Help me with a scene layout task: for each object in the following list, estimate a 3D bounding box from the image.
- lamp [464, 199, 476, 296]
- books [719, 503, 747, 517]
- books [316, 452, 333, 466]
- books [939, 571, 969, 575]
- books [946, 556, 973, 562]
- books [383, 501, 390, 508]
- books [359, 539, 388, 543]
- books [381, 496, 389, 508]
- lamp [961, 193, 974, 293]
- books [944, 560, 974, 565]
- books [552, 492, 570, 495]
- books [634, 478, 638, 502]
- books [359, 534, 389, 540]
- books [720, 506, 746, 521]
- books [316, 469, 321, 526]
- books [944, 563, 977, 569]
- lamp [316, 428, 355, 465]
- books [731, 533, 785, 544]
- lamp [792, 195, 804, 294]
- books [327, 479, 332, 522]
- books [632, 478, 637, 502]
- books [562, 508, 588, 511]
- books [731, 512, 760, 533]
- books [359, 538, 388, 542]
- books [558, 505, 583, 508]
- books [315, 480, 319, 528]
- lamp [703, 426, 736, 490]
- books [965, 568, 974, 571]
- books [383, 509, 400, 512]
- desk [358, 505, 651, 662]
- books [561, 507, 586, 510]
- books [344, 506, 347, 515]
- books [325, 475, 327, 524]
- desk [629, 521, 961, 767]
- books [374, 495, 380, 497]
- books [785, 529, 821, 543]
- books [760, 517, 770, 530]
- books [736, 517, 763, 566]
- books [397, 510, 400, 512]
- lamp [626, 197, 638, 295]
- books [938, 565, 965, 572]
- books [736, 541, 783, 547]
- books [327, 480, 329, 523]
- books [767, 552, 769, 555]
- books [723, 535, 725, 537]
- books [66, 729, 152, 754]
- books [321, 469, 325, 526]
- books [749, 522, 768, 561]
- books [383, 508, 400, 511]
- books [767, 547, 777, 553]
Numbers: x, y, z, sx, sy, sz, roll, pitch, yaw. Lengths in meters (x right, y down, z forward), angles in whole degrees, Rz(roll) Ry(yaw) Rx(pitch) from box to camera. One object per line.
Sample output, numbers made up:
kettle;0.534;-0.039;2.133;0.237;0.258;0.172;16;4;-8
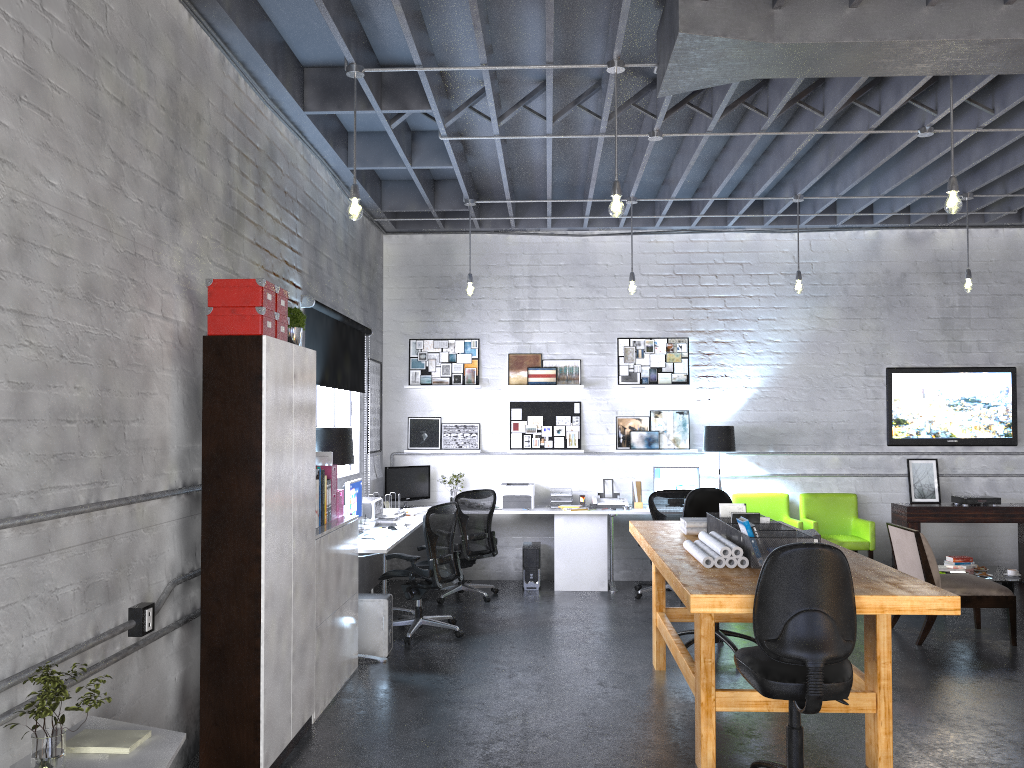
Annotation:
lamp;-0.381;-1.234;8.062;0.104;0.878;0.104;0;-2;2
books;1.391;0.857;5.573;0.171;0.210;0.046;0;-2;2
books;-1.258;0.572;5.764;0.192;0.267;0.060;0;-2;2
books;3.869;1.664;7.805;0.174;0.045;0.240;0;-3;-8
books;4.083;1.598;8.098;0.185;0.041;0.129;0;-2;-3
books;-1.213;1.179;8.613;0.037;0.076;0.102;-1;-2;17
books;-1.039;1.145;6.494;0.213;0.012;0.158;-1;-3;27
books;-1.236;1.148;8.612;0.017;0.121;0.184;-1;-2;17
lamp;4.050;-1.250;7.880;0.104;0.878;0.104;1;-2;-44
books;4.085;1.631;8.104;0.208;0.024;0.144;0;-3;-13
books;0.506;1.127;9.135;0.134;0.008;0.203;1;-3;-14
books;1.264;1.112;9.076;0.043;0.296;0.210;0;-2;2
books;-1.038;1.122;6.501;0.212;0.010;0.171;-1;-3;29
books;1.387;0.862;5.542;0.158;0.199;0.082;0;-2;2
books;-1.254;0.691;5.398;0.176;0.346;0.053;0;-2;2
books;4.095;1.656;8.099;0.161;0.026;0.223;1;-3;-28
lamp;-1.282;0.725;6.272;0.333;0.831;0.333;1;-2;-36
books;1.345;0.841;4.826;0.232;0.027;0.185;1;-3;-26
lamp;2.564;-1.245;7.941;0.104;0.878;0.104;0;-2;2
books;-1.266;0.741;5.644;0.220;0.271;0.082;0;-2;2
books;1.255;1.112;9.073;0.036;0.296;0.210;0;-2;2
books;0.625;1.244;8.811;0.211;0.014;0.148;2;-3;-33
books;1.316;0.831;5.006;0.158;0.214;0.063;0;-2;2
books;-1.042;1.133;6.497;0.209;0.012;0.158;-1;-3;25
books;0.581;1.215;8.798;0.211;0.014;0.148;-1;-3;17
books;-1.251;0.718;5.321;0.174;0.286;0.045;0;-2;2
lamp;2.110;0.842;9.020;0.333;0.831;0.333;1;-2;-36
books;4.069;1.684;8.105;0.223;0.032;0.161;1;-3;-18
books;-1.214;1.179;8.288;0.297;0.006;0.210;0;-3;2
desk;0.350;1.593;7.651;3.574;0.785;3.300;0;-2;2
books;0.608;1.229;8.800;0.211;0.014;0.148;1;-3;-23
books;-1.318;1.031;6.586;0.172;0.243;0.026;0;-2;2
books;-1.238;0.721;5.531;0.159;0.298;0.026;0;-2;2
desk;1.364;1.407;5.102;1.115;0.926;2.833;0;-2;2
books;-1.300;1.141;8.647;0.052;0.109;0.133;-1;-2;17
books;1.720;0.921;5.356;0.244;0.067;0.299;-1;-3;12
books;1.386;0.846;5.033;0.143;0.188;0.061;0;-2;2
books;1.213;0.799;4.513;0.108;0.234;0.166;0;-2;2
books;-1.214;1.189;8.287;0.297;0.006;0.210;0;-3;2
lamp;1.082;-1.239;8.002;0.104;0.878;0.104;0;-2;2
books;3.861;1.629;7.829;0.223;0.027;0.161;-1;-3;12
books;1.355;0.866;4.828;0.250;0.022;0.205;0;-3;7
books;-1.268;0.741;5.584;0.219;0.267;0.060;0;-2;7
books;1.395;0.877;4.515;0.141;0.021;0.203;0;-3;3
books;1.362;0.894;5.168;0.248;0.021;0.177;0;-3;2
books;-1.412;1.242;3.084;0.248;0.021;0.177;0;-3;2
books;-1.255;0.697;5.459;0.197;0.338;0.065;0;-2;2
books;1.245;0.811;4.497;0.097;0.209;0.158;0;-2;2
books;-1.214;1.174;8.292;0.297;0.006;0.210;0;-3;3
books;1.390;0.855;4.511;0.127;0.022;0.181;0;-3;-3
